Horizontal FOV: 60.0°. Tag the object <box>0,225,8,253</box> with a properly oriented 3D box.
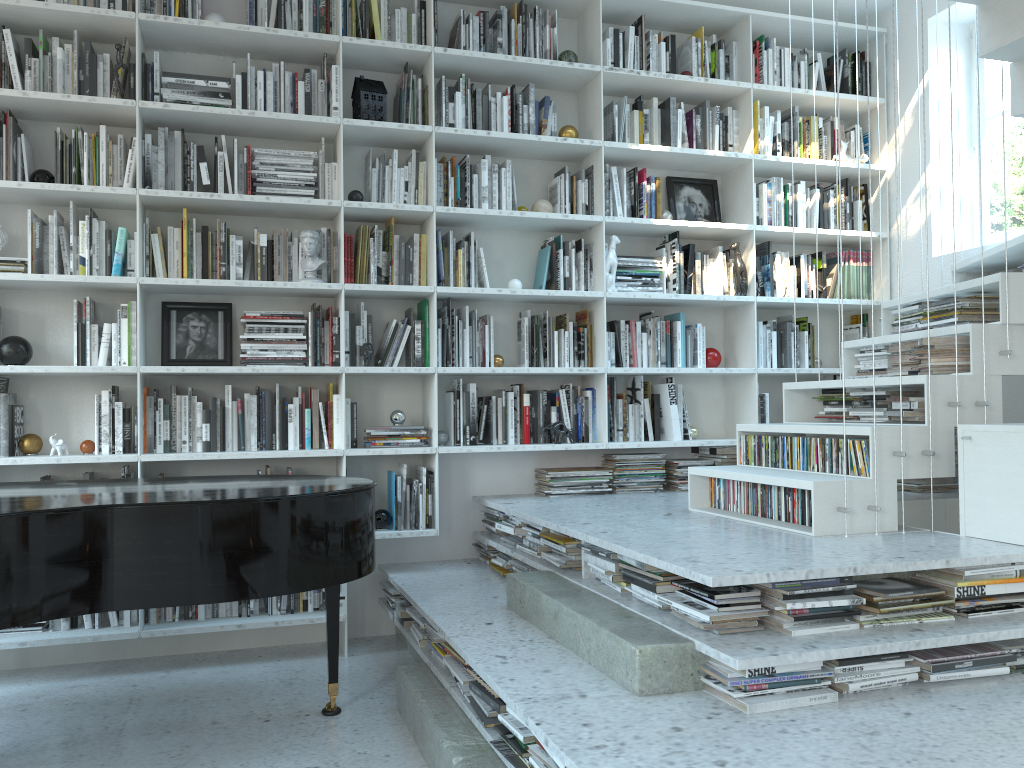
[{"bbox_3d":[-2.161,-0.596,3.695,0.095,0.157,0.121,-1,-1,-4],"label":"object"}]

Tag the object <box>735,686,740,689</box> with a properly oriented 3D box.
[{"bbox_3d":[0.643,0.752,2.277,0.204,0.004,0.140,0,-2,-15],"label":"object"}]

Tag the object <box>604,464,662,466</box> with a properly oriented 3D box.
[{"bbox_3d":[0.620,0.412,4.562,0.254,0.006,0.161,0,-2,-18],"label":"object"}]

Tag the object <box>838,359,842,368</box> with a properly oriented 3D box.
[{"bbox_3d":[1.870,-0.112,4.979,0.071,0.072,0.071,-2,-2,31],"label":"object"}]

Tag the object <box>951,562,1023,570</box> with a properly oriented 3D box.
[{"bbox_3d":[1.354,0.509,2.619,0.284,0.030,0.177,0,-2,-18],"label":"object"}]

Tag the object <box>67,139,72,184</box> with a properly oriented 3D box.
[{"bbox_3d":[-1.888,-0.915,3.799,0.010,0.225,0.142,0,-1,-18],"label":"object"}]

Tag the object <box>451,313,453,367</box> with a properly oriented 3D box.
[{"bbox_3d":[-0.308,-0.203,4.291,0.007,0.266,0.135,0,-1,-18],"label":"object"}]

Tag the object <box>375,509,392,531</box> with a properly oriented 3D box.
[{"bbox_3d":[-0.595,0.618,4.044,0.093,0.095,0.094,-2,-2,31],"label":"object"}]

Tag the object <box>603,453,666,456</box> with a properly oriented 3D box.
[{"bbox_3d":[0.625,0.362,4.553,0.285,0.005,0.159,0,-2,-13],"label":"object"}]

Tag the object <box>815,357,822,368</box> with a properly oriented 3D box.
[{"bbox_3d":[1.665,-0.112,4.871,0.071,0.072,0.071,-2,-2,31],"label":"object"}]

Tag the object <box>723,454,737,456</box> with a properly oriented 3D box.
[{"bbox_3d":[1.123,0.368,4.678,0.141,0.005,0.259,0,-2,-14],"label":"object"}]

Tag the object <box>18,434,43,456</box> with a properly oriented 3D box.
[{"bbox_3d":[-2.015,0.253,3.712,0.091,0.092,0.091,0,-2,-40],"label":"object"}]

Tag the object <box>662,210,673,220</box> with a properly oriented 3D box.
[{"bbox_3d":[0.786,-0.857,4.599,0.091,0.092,0.091,-2,-2,31],"label":"object"}]

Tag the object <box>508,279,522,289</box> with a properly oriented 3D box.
[{"bbox_3d":[0.014,-0.477,4.326,0.071,0.072,0.071,-2,-2,31],"label":"object"}]

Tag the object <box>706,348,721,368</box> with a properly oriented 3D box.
[{"bbox_3d":[1.043,-0.133,4.670,0.115,0.116,0.115,0,-2,-40],"label":"object"}]

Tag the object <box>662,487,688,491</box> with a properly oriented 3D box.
[{"bbox_3d":[0.977,0.547,4.675,0.327,0.008,0.207,0,-2,-18],"label":"object"}]

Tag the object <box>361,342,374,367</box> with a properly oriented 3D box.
[{"bbox_3d":[-0.650,-0.131,3.994,0.054,0.113,0.079,0,-1,-19],"label":"object"}]

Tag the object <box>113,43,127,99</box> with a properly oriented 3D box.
[{"bbox_3d":[-1.642,-1.300,3.726,0.075,0.254,0.075,0,-1,-39],"label":"object"}]

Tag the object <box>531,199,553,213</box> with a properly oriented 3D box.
[{"bbox_3d":[0.151,-0.864,4.426,0.111,0.113,0.111,0,-2,-40],"label":"object"}]

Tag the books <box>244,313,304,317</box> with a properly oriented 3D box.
[{"bbox_3d":[-1.083,-0.304,4.029,0.254,0.012,0.161,0,-2,-21],"label":"books"}]

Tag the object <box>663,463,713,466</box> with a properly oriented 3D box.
[{"bbox_3d":[0.975,0.417,4.677,0.327,0.008,0.207,0,-2,-18],"label":"object"}]

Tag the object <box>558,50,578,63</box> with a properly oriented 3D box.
[{"bbox_3d":[0.276,-1.597,4.389,0.104,0.105,0.104,-2,-2,31],"label":"object"}]

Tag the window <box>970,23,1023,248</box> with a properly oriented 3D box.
[{"bbox_3d":[2.561,-1.280,4.093,0.042,1.226,1.118,0,-1,-18],"label":"window"}]

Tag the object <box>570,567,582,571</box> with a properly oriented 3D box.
[{"bbox_3d":[0.252,0.693,3.443,0.145,0.010,0.266,0,-2,-22],"label":"object"}]

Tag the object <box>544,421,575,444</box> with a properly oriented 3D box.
[{"bbox_3d":[0.231,0.233,4.257,0.160,0.114,0.064,0,-1,-30],"label":"object"}]

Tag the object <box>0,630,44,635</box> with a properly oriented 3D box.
[{"bbox_3d":[-2.072,1.020,3.687,0.254,0.007,0.161,0,-2,-15],"label":"object"}]

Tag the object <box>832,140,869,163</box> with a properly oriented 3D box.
[{"bbox_3d":[1.838,-1.252,4.838,0.203,0.137,0.095,-1,-1,-2],"label":"object"}]

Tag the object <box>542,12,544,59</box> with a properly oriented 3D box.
[{"bbox_3d":[0.136,-1.690,4.450,0.006,0.297,0.129,0,-1,-18],"label":"object"}]

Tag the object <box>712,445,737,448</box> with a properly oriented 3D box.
[{"bbox_3d":[1.135,0.323,4.683,0.130,0.015,0.210,0,-2,-19],"label":"object"}]

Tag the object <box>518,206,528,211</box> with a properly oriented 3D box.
[{"bbox_3d":[0.049,-0.843,4.369,0.068,0.068,0.068,0,-2,-40],"label":"object"}]

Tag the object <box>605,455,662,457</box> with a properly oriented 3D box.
[{"bbox_3d":[0.623,0.368,4.562,0.254,0.006,0.161,0,-2,-17],"label":"object"}]

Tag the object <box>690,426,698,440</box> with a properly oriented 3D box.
[{"bbox_3d":[0.942,0.255,4.653,0.071,0.072,0.071,-2,-2,31],"label":"object"}]

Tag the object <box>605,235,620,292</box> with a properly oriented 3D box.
[{"bbox_3d":[0.487,-0.587,4.361,0.087,0.288,0.075,-1,-1,17],"label":"object"}]

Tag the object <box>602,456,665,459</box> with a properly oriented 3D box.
[{"bbox_3d":[0.622,0.374,4.565,0.285,0.005,0.159,0,-2,-18],"label":"object"}]

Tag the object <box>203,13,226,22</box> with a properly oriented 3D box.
[{"bbox_3d":[-1.319,-1.590,3.937,0.105,0.106,0.104,0,-2,-40],"label":"object"}]

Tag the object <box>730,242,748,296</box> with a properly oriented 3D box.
[{"bbox_3d":[1.179,-0.589,4.600,0.087,0.288,0.075,-1,-1,17],"label":"object"}]

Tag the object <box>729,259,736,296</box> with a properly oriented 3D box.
[{"bbox_3d":[1.139,-0.548,4.731,0.022,0.211,0.179,0,-1,-18],"label":"object"}]

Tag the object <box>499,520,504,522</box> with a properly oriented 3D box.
[{"bbox_3d":[-0.010,0.644,4.288,0.135,0.011,0.221,0,-2,-14],"label":"object"}]

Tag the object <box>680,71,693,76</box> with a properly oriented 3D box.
[{"bbox_3d":[0.900,-1.582,4.586,0.071,0.072,0.071,-2,-2,31],"label":"object"}]

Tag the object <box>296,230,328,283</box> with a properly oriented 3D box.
[{"bbox_3d":[-0.896,-0.561,3.951,0.138,0.244,0.137,-2,-1,38],"label":"object"}]

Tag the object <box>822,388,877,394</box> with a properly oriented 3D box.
[{"bbox_3d":[1.437,0.029,3.773,0.161,0.025,0.174,0,-2,-14],"label":"object"}]

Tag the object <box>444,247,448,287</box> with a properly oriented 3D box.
[{"bbox_3d":[-0.333,-0.542,4.273,0.013,0.208,0.140,0,-1,-18],"label":"object"}]

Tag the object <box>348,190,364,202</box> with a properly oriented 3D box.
[{"bbox_3d":[-0.714,-0.849,4.051,0.071,0.072,0.071,-2,-2,31],"label":"object"}]

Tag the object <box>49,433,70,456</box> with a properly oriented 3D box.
[{"bbox_3d":[-1.881,0.251,3.685,0.060,0.095,0.078,-1,-1,-1],"label":"object"}]

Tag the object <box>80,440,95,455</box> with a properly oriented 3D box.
[{"bbox_3d":[-1.788,0.266,3.739,0.061,0.062,0.061,-2,-2,31],"label":"object"}]

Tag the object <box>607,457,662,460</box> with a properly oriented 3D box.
[{"bbox_3d":[0.622,0.379,4.564,0.254,0.006,0.161,0,-2,-18],"label":"object"}]

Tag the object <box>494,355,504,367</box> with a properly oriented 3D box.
[{"bbox_3d":[-0.074,-0.108,4.327,0.071,0.072,0.071,-2,-2,31],"label":"object"}]

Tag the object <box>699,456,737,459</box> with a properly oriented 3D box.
[{"bbox_3d":[1.125,0.384,4.679,0.144,0.004,0.295,0,-2,-20],"label":"object"}]

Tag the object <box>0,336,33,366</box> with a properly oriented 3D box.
[{"bbox_3d":[-2.070,-0.134,3.692,0.133,0.135,0.134,-2,-2,31],"label":"object"}]

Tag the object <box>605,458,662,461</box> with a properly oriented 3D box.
[{"bbox_3d":[0.622,0.385,4.564,0.254,0.006,0.161,0,-2,-18],"label":"object"}]

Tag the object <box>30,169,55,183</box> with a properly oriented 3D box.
[{"bbox_3d":[-1.968,-0.851,3.719,0.097,0.098,0.097,-2,-2,31],"label":"object"}]

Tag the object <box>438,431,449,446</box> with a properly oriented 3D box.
[{"bbox_3d":[-0.335,0.258,4.232,0.071,0.072,0.071,-2,-2,31],"label":"object"}]

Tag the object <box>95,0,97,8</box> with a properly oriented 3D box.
[{"bbox_3d":[-1.789,-1.659,3.837,0.010,0.246,0.157,0,-1,-18],"label":"object"}]

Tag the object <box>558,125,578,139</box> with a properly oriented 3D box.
[{"bbox_3d":[0.279,-1.228,4.389,0.100,0.101,0.100,0,-2,-40],"label":"object"}]

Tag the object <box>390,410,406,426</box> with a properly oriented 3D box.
[{"bbox_3d":[-0.527,0.156,4.090,0.071,0.072,0.071,-2,-2,31],"label":"object"}]

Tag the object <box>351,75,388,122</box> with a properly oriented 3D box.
[{"bbox_3d":[-0.661,-1.298,4.107,0.135,0.248,0.135,0,-1,-28],"label":"object"}]

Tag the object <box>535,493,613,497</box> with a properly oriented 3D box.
[{"bbox_3d":[0.307,0.549,4.447,0.345,0.007,0.193,0,-2,-23],"label":"object"}]

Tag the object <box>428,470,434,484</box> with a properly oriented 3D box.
[{"bbox_3d":[-0.379,0.536,4.150,0.011,0.260,0.142,0,-1,-18],"label":"object"}]
